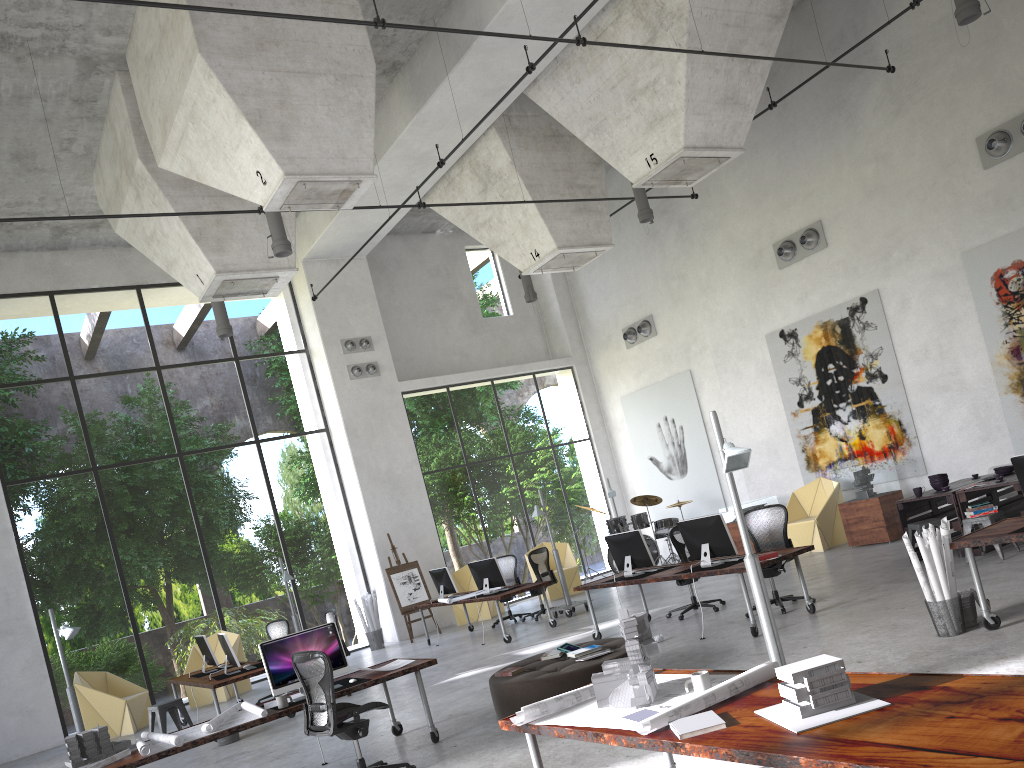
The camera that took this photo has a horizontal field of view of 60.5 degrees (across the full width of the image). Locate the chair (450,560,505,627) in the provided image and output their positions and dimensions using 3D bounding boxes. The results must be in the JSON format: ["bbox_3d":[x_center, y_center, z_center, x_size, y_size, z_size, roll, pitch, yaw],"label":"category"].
[{"bbox_3d":[-0.752,4.164,17.655,0.989,1.164,0.932,-16,-4,16],"label":"chair"}]

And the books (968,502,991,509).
[{"bbox_3d":[5.261,1.365,9.887,0.206,0.025,0.144,-17,-9,13],"label":"books"}]

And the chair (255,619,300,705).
[{"bbox_3d":[-3.614,4.231,13.435,0.780,1.180,0.788,-16,-4,21],"label":"chair"}]

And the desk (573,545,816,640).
[{"bbox_3d":[2.054,2.508,10.252,0.961,0.719,3.201,-11,-9,-33],"label":"desk"}]

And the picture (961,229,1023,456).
[{"bbox_3d":[7.417,-0.705,11.678,0.020,3.006,2.265,-14,-3,-33],"label":"picture"}]

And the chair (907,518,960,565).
[{"bbox_3d":[5.073,1.904,10.654,0.420,0.487,0.440,-15,-4,2],"label":"chair"}]

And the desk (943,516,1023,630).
[{"bbox_3d":[4.694,1.145,5.883,0.951,0.719,3.203,-11,-9,-33],"label":"desk"}]

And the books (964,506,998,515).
[{"bbox_3d":[5.276,1.424,9.885,0.284,0.033,0.200,-14,-8,-1],"label":"books"}]

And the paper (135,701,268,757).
[{"bbox_3d":[-2.580,2.830,7.261,1.061,0.104,0.998,-9,-10,-33],"label":"paper"}]

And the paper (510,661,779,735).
[{"bbox_3d":[0.659,1.548,4.395,0.963,0.104,1.101,-8,-11,-37],"label":"paper"}]

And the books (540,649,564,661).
[{"bbox_3d":[0.398,2.605,8.470,0.199,0.035,0.285,-16,-9,13],"label":"books"}]

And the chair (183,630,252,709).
[{"bbox_3d":[-5.231,4.982,15.460,0.987,1.164,0.934,-15,-4,13],"label":"chair"}]

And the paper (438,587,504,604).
[{"bbox_3d":[-0.705,3.503,14.723,1.063,0.104,0.997,-11,-9,-23],"label":"paper"}]

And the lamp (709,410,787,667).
[{"bbox_3d":[1.655,1.225,6.069,0.577,2.144,0.601,-14,-1,-8],"label":"lamp"}]

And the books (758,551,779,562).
[{"bbox_3d":[2.579,1.786,9.054,0.285,0.052,0.204,-14,-8,-1],"label":"books"}]

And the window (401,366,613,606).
[{"bbox_3d":[0.155,2.240,19.393,4.500,4.873,0.020,-12,-2,-33],"label":"window"}]

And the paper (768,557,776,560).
[{"bbox_3d":[2.613,1.808,9.076,0.296,0.001,0.208,-21,-11,39],"label":"paper"}]

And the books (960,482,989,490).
[{"bbox_3d":[5.421,1.186,10.298,0.309,0.030,0.222,-18,-9,25],"label":"books"}]

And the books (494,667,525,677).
[{"bbox_3d":[-0.019,2.671,8.148,0.172,0.032,0.260,-7,-11,-41],"label":"books"}]

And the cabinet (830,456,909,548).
[{"bbox_3d":[5.582,1.851,13.668,0.586,1.250,0.758,-13,-3,-33],"label":"cabinet"}]

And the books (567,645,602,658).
[{"bbox_3d":[0.674,2.490,8.182,0.281,0.033,0.201,-11,-9,-20],"label":"books"}]

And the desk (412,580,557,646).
[{"bbox_3d":[-0.486,3.829,14.522,0.961,0.719,3.201,-11,-9,-33],"label":"desk"}]

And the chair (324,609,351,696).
[{"bbox_3d":[-2.586,3.779,12.235,0.781,1.180,0.786,-11,-5,-44],"label":"chair"}]

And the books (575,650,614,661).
[{"bbox_3d":[0.740,2.439,7.883,0.297,0.031,0.224,-12,-9,-18],"label":"books"}]

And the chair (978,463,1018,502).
[{"bbox_3d":[6.675,1.512,11.837,0.708,0.815,0.762,-18,-6,42],"label":"chair"}]

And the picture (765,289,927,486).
[{"bbox_3d":[5.537,0.268,14.804,0.020,3.006,2.405,-14,-4,-33],"label":"picture"}]

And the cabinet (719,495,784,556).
[{"bbox_3d":[4.399,2.635,15.953,0.733,1.009,0.750,-12,-4,-33],"label":"cabinet"}]

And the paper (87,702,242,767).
[{"bbox_3d":[-2.789,2.873,7.162,0.895,0.103,1.943,-15,-9,5],"label":"paper"}]

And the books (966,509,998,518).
[{"bbox_3d":[5.284,1.457,9.884,0.287,0.035,0.198,-17,-9,13],"label":"books"}]

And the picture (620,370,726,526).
[{"bbox_3d":[3.451,1.477,19.105,0.020,3.006,2.387,-14,-4,-33],"label":"picture"}]

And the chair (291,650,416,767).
[{"bbox_3d":[-1.341,2.651,7.062,0.784,1.180,0.784,-17,-4,31],"label":"chair"}]

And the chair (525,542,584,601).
[{"bbox_3d":[0.875,3.806,18.059,0.972,1.164,0.948,-14,-4,-13],"label":"chair"}]

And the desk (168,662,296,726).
[{"bbox_3d":[-3.987,4.396,12.336,0.951,0.719,3.203,-11,-9,-33],"label":"desk"}]

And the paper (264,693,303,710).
[{"bbox_3d":[-1.971,2.796,7.802,0.479,0.001,0.438,-11,-9,-22],"label":"paper"}]

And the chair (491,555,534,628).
[{"bbox_3d":[-0.110,3.677,15.702,0.773,1.180,0.795,-15,-3,6],"label":"chair"}]

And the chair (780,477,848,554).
[{"bbox_3d":[5.078,2.211,14.804,0.921,1.164,1.001,-12,-5,-34],"label":"chair"}]

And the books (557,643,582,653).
[{"bbox_3d":[0.556,2.539,8.420,0.209,0.102,0.142,-21,-9,42],"label":"books"}]

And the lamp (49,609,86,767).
[{"bbox_3d":[-5.649,3.920,11.243,0.596,2.144,0.581,-15,-1,0],"label":"lamp"}]

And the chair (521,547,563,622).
[{"bbox_3d":[0.412,3.476,15.275,0.802,1.180,0.766,-16,-3,21],"label":"chair"}]

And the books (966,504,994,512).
[{"bbox_3d":[5.264,1.393,9.889,0.257,0.032,0.174,-17,-9,18],"label":"books"}]

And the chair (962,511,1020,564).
[{"bbox_3d":[5.341,1.712,9.865,0.431,0.487,0.429,-11,-5,-38],"label":"chair"}]

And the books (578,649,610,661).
[{"bbox_3d":[0.739,2.436,7.909,0.301,0.040,0.222,-15,-8,2],"label":"books"}]

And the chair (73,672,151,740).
[{"bbox_3d":[-6.489,5.111,14.196,0.936,1.164,0.985,-15,-4,3],"label":"chair"}]

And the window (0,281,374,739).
[{"bbox_3d":[-6.067,1.930,16.488,5.880,7.818,0.068,-12,-2,-33],"label":"window"}]

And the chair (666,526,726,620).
[{"bbox_3d":[2.234,2.400,11.393,0.808,1.180,0.760,-17,-4,41],"label":"chair"}]

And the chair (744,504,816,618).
[{"bbox_3d":[2.965,2.013,10.120,0.782,1.180,0.786,-16,-4,26],"label":"chair"}]

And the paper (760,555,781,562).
[{"bbox_3d":[2.621,1.806,9.079,0.288,0.001,0.214,-12,-9,-15],"label":"paper"}]

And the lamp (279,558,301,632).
[{"bbox_3d":[-3.831,4.110,15.487,0.571,2.144,0.607,-14,-2,-33],"label":"lamp"}]

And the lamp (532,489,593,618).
[{"bbox_3d":[0.718,2.789,14.581,0.587,2.144,0.590,-14,-2,-33],"label":"lamp"}]
